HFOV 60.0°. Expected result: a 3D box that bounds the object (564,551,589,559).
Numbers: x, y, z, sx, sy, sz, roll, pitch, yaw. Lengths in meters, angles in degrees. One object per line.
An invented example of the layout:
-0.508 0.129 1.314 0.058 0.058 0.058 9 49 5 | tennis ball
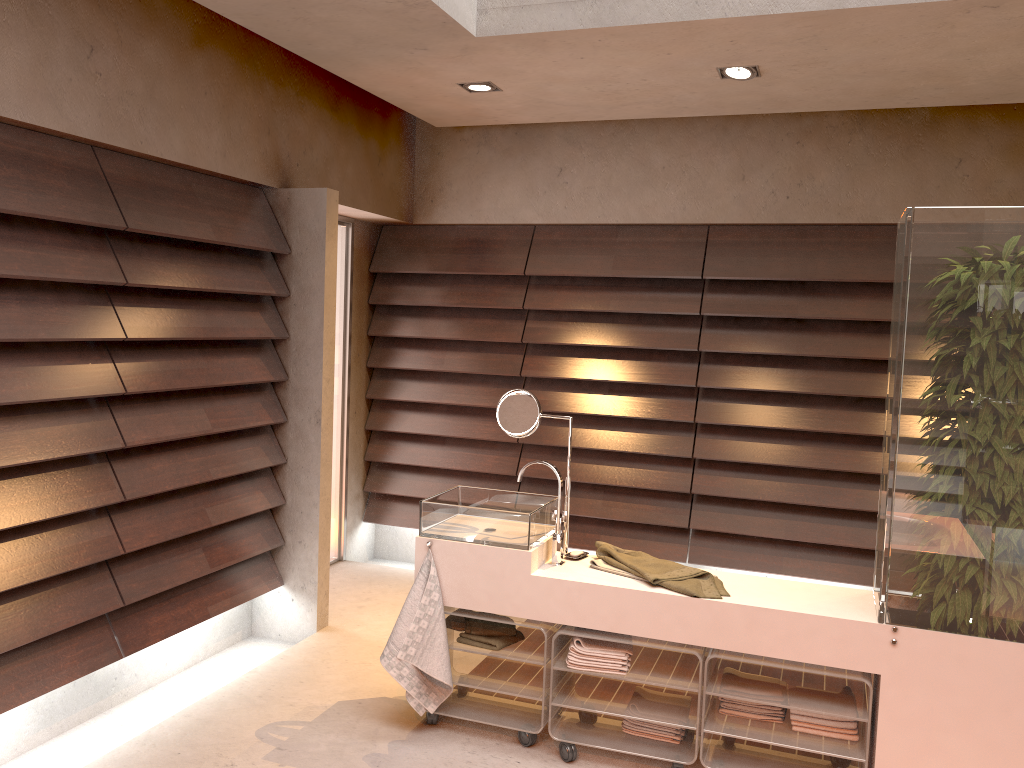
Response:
0.233 0.618 3.192 0.065 0.011 0.108 5 5 33 | object

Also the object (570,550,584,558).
0.233 0.611 3.192 0.035 0.016 0.066 5 5 31 | object

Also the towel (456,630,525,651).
-0.076 0.891 3.155 0.206 0.034 0.198 4 5 29 | towel

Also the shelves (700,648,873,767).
0.885 1.063 2.869 0.487 0.436 0.368 4 4 20 | shelves

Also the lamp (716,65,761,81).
0.931 -1.294 3.638 0.165 0.068 0.170 4 4 20 | lamp

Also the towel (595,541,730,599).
0.512 0.619 3.005 0.258 0.057 0.571 0 5 -29 | towel

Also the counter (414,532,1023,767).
1.088 0.952 2.779 2.931 0.686 0.350 4 4 20 | counter

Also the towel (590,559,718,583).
0.476 0.632 3.015 0.394 0.027 0.202 6 5 40 | towel

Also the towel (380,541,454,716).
-0.320 0.842 3.045 0.252 0.598 0.121 2 4 4 | towel

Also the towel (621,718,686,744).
0.500 1.130 3.049 0.221 0.098 0.220 4 4 19 | towel

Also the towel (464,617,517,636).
-0.079 0.874 3.203 0.192 0.062 0.192 2 4 -2 | towel

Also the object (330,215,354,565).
-1.158 0.069 4.719 0.090 2.000 1.007 4 4 20 | object

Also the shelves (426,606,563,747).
-0.058 1.003 3.208 0.487 0.436 0.368 4 4 20 | shelves

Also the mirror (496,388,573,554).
0.078 0.315 3.296 0.316 0.589 0.074 4 4 22 | mirror

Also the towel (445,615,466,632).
-0.142 0.876 3.289 0.180 0.040 0.196 5 5 33 | towel

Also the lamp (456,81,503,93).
-0.146 -1.369 4.024 0.165 0.051 0.170 4 4 20 | lamp

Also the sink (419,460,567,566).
-0.037 0.437 3.157 0.486 0.357 0.340 4 4 20 | sink

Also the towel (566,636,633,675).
0.297 0.885 2.988 0.221 0.098 0.220 3 4 9 | towel

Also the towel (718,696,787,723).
0.806 1.029 2.955 0.220 0.098 0.221 4 4 19 | towel

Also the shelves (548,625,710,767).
0.405 1.035 3.009 0.487 0.436 0.368 3 4 18 | shelves

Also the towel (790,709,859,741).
1.001 1.044 2.853 0.221 0.098 0.220 4 4 19 | towel
